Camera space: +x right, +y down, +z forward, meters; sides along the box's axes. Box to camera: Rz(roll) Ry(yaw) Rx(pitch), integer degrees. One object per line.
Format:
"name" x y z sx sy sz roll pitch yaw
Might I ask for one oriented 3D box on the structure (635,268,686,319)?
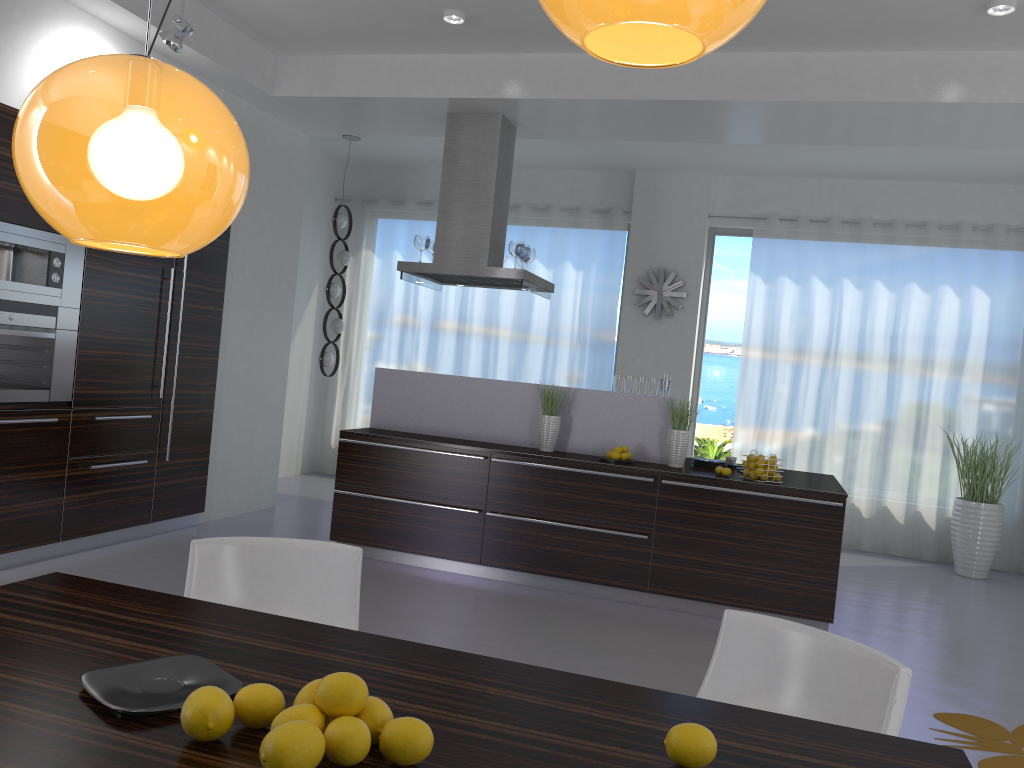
"structure" 1.466 -0.895 8.770 0.505 0.505 0.076 6 1 16

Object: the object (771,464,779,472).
"object" 1.623 0.524 5.492 0.061 0.054 0.053 5 1 -28

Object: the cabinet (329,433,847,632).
"cabinet" 0.523 0.912 6.248 3.285 0.852 1.377 6 1 16

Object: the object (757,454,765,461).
"object" 1.548 0.465 5.514 0.051 0.053 0.063 6 1 18

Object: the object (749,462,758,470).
"object" 1.497 0.509 5.496 0.062 0.053 0.052 5 1 -12

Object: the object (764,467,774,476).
"object" 1.579 0.535 5.451 0.061 0.055 0.051 6 1 -4

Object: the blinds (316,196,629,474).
"blinds" -0.510 -0.391 9.464 3.245 3.112 0.120 6 1 16

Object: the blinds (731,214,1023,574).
"blinds" 3.562 0.033 8.264 2.830 3.112 0.120 6 1 16

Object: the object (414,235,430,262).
"object" -0.684 -1.008 6.685 0.125 0.221 0.125 7 1 41

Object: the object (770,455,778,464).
"object" 1.624 0.474 5.511 0.050 0.060 0.059 6 1 16

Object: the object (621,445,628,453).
"object" 0.736 0.429 5.833 0.053 0.048 0.063 5 1 -18

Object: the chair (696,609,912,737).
"chair" 0.546 1.013 2.101 0.620 0.805 0.508 5 1 -39

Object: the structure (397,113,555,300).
"structure" -0.203 -1.341 6.856 0.981 1.231 0.915 6 1 16

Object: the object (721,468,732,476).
"object" 1.339 0.550 5.539 0.063 0.051 0.053 6 1 20

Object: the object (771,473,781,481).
"object" 1.630 0.575 5.470 0.062 0.052 0.053 5 1 -34

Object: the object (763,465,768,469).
"object" 1.561 0.529 5.476 0.051 0.053 0.062 6 1 24

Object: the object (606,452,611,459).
"object" 0.648 0.469 5.815 0.063 0.051 0.053 6 1 20

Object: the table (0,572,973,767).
"table" -0.348 0.949 1.374 2.046 0.783 1.127 6 1 16

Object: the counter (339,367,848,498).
"counter" 0.550 0.690 6.254 3.291 1.300 1.302 6 1 16

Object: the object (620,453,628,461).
"object" 0.729 0.474 5.787 0.061 0.054 0.052 6 1 -7

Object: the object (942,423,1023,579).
"object" 3.982 0.988 7.569 0.713 1.334 0.656 6 1 17

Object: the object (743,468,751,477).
"object" 1.473 0.551 5.534 0.060 0.057 0.052 6 1 18

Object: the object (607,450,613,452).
"object" 0.656 0.465 5.871 0.052 0.054 0.061 5 1 -27

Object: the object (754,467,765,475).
"object" 1.514 0.536 5.425 0.061 0.054 0.052 6 1 -7

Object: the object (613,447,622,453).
"object" 0.692 0.436 5.803 0.061 0.047 0.053 6 1 19

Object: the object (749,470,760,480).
"object" 1.502 0.561 5.481 0.064 0.063 0.074 6 1 37

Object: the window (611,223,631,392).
"window" -0.274 -0.558 9.630 3.000 2.500 0.100 6 1 16

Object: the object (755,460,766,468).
"object" 1.527 0.491 5.450 0.061 0.052 0.053 6 1 29

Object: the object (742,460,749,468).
"object" 1.471 0.504 5.552 0.053 0.051 0.063 5 1 -15

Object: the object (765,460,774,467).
"object" 1.585 0.485 5.456 0.051 0.053 0.063 6 1 29

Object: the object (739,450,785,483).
"object" 1.554 0.509 5.512 0.189 0.174 0.207 5 1 -19

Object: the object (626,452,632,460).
"object" 0.760 0.472 5.836 0.063 0.053 0.051 5 1 -33

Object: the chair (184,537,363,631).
"chair" -0.692 0.884 2.477 0.508 0.805 0.620 5 1 -14

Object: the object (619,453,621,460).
"object" 0.707 0.471 5.842 0.057 0.060 0.071 6 1 18

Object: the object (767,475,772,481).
"object" 1.590 0.573 5.513 0.061 0.055 0.050 5 1 -28

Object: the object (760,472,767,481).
"object" 1.547 0.568 5.445 0.051 0.053 0.063 6 1 24

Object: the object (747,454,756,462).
"object" 1.489 0.463 5.511 0.053 0.051 0.063 5 1 -26

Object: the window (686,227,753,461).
"window" 3.306 -0.186 8.575 3.000 2.500 0.100 6 1 16

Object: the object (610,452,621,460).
"object" 0.670 0.468 5.761 0.070 0.058 0.060 6 1 15

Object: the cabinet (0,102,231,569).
"cabinet" -2.957 -0.236 4.942 0.669 2.500 3.600 6 1 16
